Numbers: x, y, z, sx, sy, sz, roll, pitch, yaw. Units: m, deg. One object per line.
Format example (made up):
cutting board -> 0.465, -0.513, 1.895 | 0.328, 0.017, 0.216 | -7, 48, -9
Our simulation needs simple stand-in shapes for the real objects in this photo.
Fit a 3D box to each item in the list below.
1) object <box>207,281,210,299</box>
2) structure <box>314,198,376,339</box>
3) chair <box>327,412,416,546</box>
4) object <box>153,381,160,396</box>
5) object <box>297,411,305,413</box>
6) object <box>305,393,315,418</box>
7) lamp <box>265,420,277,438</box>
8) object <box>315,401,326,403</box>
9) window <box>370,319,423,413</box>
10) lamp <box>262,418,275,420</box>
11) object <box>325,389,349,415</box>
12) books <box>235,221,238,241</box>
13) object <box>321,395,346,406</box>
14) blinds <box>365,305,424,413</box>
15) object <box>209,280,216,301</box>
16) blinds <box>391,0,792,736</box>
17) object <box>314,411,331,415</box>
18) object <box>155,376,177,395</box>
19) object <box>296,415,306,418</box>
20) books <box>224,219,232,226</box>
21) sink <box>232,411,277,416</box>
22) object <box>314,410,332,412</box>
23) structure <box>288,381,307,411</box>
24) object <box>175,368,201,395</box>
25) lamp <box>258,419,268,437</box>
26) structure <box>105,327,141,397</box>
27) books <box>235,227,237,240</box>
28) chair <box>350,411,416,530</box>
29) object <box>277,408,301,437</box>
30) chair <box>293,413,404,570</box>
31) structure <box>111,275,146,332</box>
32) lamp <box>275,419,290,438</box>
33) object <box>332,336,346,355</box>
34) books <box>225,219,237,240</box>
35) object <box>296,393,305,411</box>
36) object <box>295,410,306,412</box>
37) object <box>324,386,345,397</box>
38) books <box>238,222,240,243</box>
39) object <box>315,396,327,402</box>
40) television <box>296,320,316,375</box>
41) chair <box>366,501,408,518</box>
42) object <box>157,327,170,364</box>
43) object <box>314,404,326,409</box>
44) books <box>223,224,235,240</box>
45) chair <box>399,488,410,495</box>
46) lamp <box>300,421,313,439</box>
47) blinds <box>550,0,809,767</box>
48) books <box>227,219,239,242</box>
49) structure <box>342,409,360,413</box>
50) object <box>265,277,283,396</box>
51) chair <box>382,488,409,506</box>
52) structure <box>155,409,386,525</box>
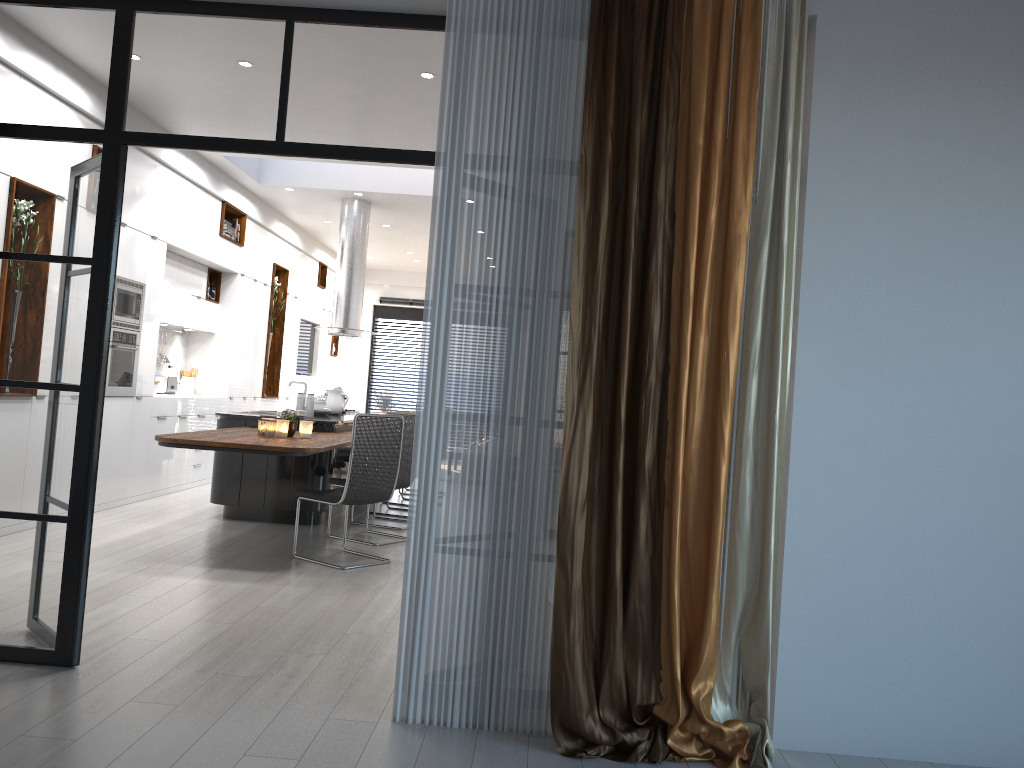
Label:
object -> -3.462, -1.091, 9.960 | 0.124, 0.275, 0.124 | 5, -2, -10
structure -> -1.888, -1.342, 10.384 | 0.695, 1.610, 1.042 | 4, -2, 1
chair -> -1.094, 0.714, 7.028 | 0.537, 1.019, 0.470 | 3, -2, 32
object -> -3.537, 0.032, 8.368 | 0.380, 0.148, 0.263 | 4, -1, 2
object -> -1.819, 0.246, 7.600 | 0.111, 0.023, 0.111 | 4, -1, 14
object -> -1.766, 0.187, 7.755 | 0.071, 0.219, 0.071 | 3, -3, 28
lamp -> -1.671, 0.312, 6.139 | 0.078, 0.120, 0.078 | 5, -2, -15
object -> -1.915, 0.199, 8.813 | 0.138, 0.051, 0.138 | 5, -1, -18
window -> 1.763, -1.049, 16.705 | 8.566, 5.066, 0.462 | 4, -2, 0
lamp -> -1.739, 0.307, 6.313 | 0.095, 0.124, 0.095 | 4, -2, 19
object -> -1.813, 0.186, 9.090 | 0.211, 0.254, 0.182 | 3, -2, 36
books -> -3.249, -1.741, 10.117 | 0.217, 0.272, 0.030 | 4, -2, 2
object -> -2.063, 0.216, 10.304 | 0.266, 0.147, 0.252 | 3, -2, 45
blinds -> -1.355, -0.013, 16.406 | 2.585, 2.723, 0.358 | 4, -2, 2
object -> -3.457, -1.066, 10.154 | 0.123, 0.231, 0.123 | 4, -2, 3
blinds -> 0.323, -0.251, 3.241 | 1.301, 3.071, 0.052 | 4, -2, 2
object -> -1.921, 0.285, 8.809 | 0.264, 0.033, 0.264 | 4, -1, 38
object -> -3.701, 0.013, 9.480 | 0.177, 0.195, 0.260 | 4, -1, 2
object -> -1.822, 0.278, 7.599 | 0.111, 0.023, 0.111 | 4, -1, 14
books -> -3.270, -1.788, 9.833 | 0.250, 0.047, 0.307 | 4, -1, -2
sink -> -2.166, 0.342, 8.004 | 0.485, 0.153, 0.738 | 4, -1, 2
object -> -1.921, 0.279, 8.809 | 0.264, 0.033, 0.264 | 4, -1, 38
structure -> -1.942, 0.131, 7.980 | 0.177, 0.311, 0.089 | 4, -2, 2
object -> -3.671, -0.036, 10.030 | 0.221, 0.316, 0.330 | 4, -2, 2
lamp -> -1.741, 0.308, 6.207 | 0.078, 0.120, 0.078 | 5, -2, -15
structure -> -3.515, -0.192, 7.536 | 0.495, 0.571, 0.594 | 4, -2, 2
books -> -3.232, -1.733, 10.089 | 0.194, 0.273, 0.025 | 4, -2, 2
chair -> -1.078, 0.728, 7.846 | 0.537, 1.019, 0.470 | 4, -2, 17
object -> -1.604, 0.277, 6.376 | 0.151, 0.206, 0.157 | 4, -2, 19
chair -> -1.131, 0.697, 6.092 | 0.537, 1.019, 0.470 | 3, -3, 37
structure -> -3.496, -0.692, 7.557 | 0.459, 0.431, 0.594 | 4, -1, 2
lamp -> -1.619, 0.315, 6.237 | 0.095, 0.124, 0.095 | 4, -2, -5
object -> -3.036, -0.807, 15.173 | 0.480, 0.627, 0.315 | 5, -2, -7
books -> -3.231, -1.734, 10.063 | 0.197, 0.269, 0.025 | 4, -2, 2
object -> -1.848, 0.180, 7.749 | 0.071, 0.219, 0.071 | 6, -3, -34
object -> -1.819, 0.239, 7.600 | 0.111, 0.023, 0.111 | 4, -1, 14
object -> -2.065, 0.129, 10.305 | 0.249, 0.212, 0.256 | 3, -2, 37
books -> -3.234, -1.736, 10.226 | 0.210, 0.267, 0.025 | 4, -2, 2
object -> -2.029, 0.216, 9.434 | 0.211, 0.174, 0.211 | 4, -2, 9
television -> -3.207, -0.549, 13.570 | 0.050, 0.806, 1.186 | 4, -1, 2
chair -> -1.057, 0.741, 8.563 | 0.537, 1.019, 0.470 | 4, -2, 17
object -> -3.728, -0.406, 9.474 | 0.069, 0.389, 0.320 | 4, -2, 3
object -> -1.917, 0.228, 8.811 | 0.138, 0.051, 0.138 | 5, -1, -18
books -> -3.256, -1.693, 9.849 | 0.279, 0.137, 0.345 | 4, -1, -3
chair -> -1.019, 0.771, 10.339 | 0.537, 1.019, 0.470 | 4, -2, 2
lamp -> -1.476, 0.327, 6.348 | 0.095, 0.124, 0.095 | 3, -2, 35
blinds -> 0.605, -0.239, 3.131 | 0.811, 3.048, 0.254 | 4, -2, 2
books -> -3.240, -1.742, 10.147 | 0.253, 0.312, 0.030 | 4, -2, 2
structure -> -2.096, 0.299, 10.301 | 0.502, 0.026, 0.811 | 4, -1, 2
object -> -3.227, -0.643, 11.749 | 0.322, 1.616, 0.322 | 3, -3, 28
chair -> -1.036, 0.755, 9.376 | 0.537, 1.019, 0.470 | 3, -2, 22
structure -> -1.827, 0.744, 8.195 | 1.377, 0.888, 5.635 | 4, -1, 2
